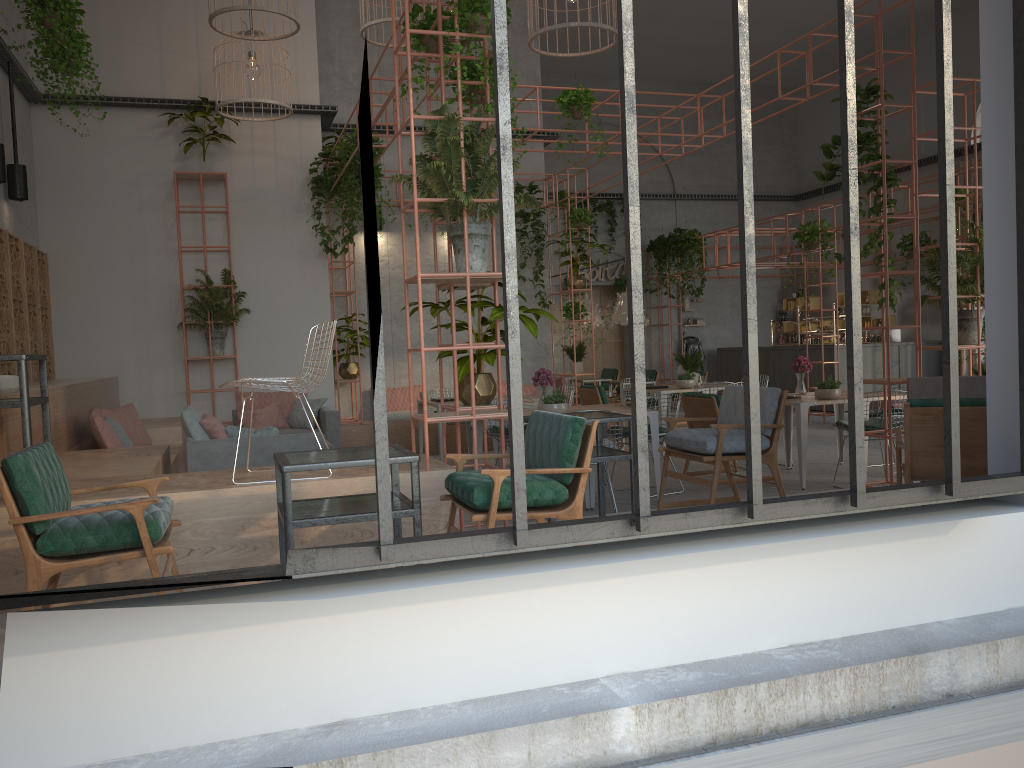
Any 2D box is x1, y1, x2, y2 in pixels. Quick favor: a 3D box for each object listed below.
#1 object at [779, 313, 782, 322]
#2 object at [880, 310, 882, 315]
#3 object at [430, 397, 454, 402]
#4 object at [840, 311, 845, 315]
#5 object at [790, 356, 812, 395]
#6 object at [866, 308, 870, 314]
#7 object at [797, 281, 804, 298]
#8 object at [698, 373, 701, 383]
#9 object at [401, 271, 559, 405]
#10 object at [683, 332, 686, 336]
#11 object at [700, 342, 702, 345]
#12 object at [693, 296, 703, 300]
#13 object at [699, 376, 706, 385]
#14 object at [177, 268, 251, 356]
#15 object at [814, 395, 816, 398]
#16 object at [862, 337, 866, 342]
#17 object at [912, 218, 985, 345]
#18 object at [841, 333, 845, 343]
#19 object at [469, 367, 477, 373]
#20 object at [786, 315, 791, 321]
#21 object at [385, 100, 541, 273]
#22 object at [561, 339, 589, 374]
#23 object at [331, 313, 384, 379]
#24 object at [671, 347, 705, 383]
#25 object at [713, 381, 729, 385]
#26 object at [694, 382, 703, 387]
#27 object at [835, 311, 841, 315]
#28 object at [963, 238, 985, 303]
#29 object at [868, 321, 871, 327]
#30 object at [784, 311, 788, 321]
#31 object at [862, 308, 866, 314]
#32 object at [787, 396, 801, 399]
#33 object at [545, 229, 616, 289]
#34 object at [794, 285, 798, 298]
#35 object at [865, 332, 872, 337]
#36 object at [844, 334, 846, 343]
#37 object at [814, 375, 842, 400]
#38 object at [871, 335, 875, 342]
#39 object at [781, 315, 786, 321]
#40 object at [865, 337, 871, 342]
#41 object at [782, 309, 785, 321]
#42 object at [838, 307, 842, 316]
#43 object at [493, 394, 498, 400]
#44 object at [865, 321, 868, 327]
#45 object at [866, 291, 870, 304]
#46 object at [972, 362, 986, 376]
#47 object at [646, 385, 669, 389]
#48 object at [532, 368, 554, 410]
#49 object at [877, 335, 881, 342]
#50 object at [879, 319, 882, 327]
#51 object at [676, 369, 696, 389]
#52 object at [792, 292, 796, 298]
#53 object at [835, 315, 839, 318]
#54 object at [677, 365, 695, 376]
[{"bbox_3d":[6.260,-1.596,20.704,0.066,0.291,0.066,0,3,42],"label":"object"},{"bbox_3d":[7.377,-1.505,17.685,0.075,0.273,0.075,-4,3,-29],"label":"object"},{"bbox_3d":[-0.826,0.190,10.886,0.268,0.031,0.427,-3,3,-18],"label":"object"},{"bbox_3d":[7.022,-1.476,18.823,0.115,0.147,0.115,-3,2,-9],"label":"object"},{"bbox_3d":[3.094,-0.093,9.468,0.213,0.414,0.225,-4,3,-25],"label":"object"},{"bbox_3d":[7.181,-1.449,17.900,0.083,0.159,0.083,-1,3,27],"label":"object"},{"bbox_3d":[6.551,-2.156,20.144,0.134,0.386,0.134,-2,3,16],"label":"object"},{"bbox_3d":[2.476,-0.066,12.180,0.165,0.154,0.210,-4,3,-28],"label":"object"},{"bbox_3d":[-0.196,-0.319,6.002,0.934,0.923,0.903,0,3,39],"label":"object"},{"bbox_3d":[3.946,-1.162,20.261,0.093,0.121,0.049,-3,3,-15],"label":"object"},{"bbox_3d":[4.351,-0.931,20.406,0.033,0.146,0.070,0,3,43],"label":"object"},{"bbox_3d":[4.258,-1.981,20.291,0.263,0.101,0.013,-3,3,-18],"label":"object"},{"bbox_3d":[2.575,-0.049,11.988,0.095,0.119,0.095,-2,2,6],"label":"object"},{"bbox_3d":[-3.756,-0.903,11.192,0.894,1.097,0.900,-2,3,11],"label":"object"},{"bbox_3d":[3.120,0.108,8.971,0.115,0.073,0.115,-3,3,-23],"label":"object"},{"bbox_3d":[7.154,-0.903,18.035,0.115,0.107,0.115,-3,3,-21],"label":"object"},{"bbox_3d":[4.039,-0.899,7.877,0.894,1.100,0.900,-2,3,11],"label":"object"},{"bbox_3d":[6.957,-0.975,18.613,0.073,0.219,0.105,-3,3,-12],"label":"object"},{"bbox_3d":[-0.534,-0.026,11.183,0.213,0.414,0.225,-4,3,-25],"label":"object"},{"bbox_3d":[6.434,-1.530,20.650,0.115,0.147,0.115,-1,3,27],"label":"object"},{"bbox_3d":[-0.276,-1.232,5.520,0.894,1.101,0.900,-1,3,36],"label":"object"},{"bbox_3d":[0.955,-0.415,13.347,0.438,0.527,0.368,-3,3,-18],"label":"object"},{"bbox_3d":[-2.261,-0.527,12.251,0.934,0.919,0.903,0,3,44],"label":"object"},{"bbox_3d":[2.356,-0.230,11.729,0.438,0.527,0.368,-3,3,-18],"label":"object"},{"bbox_3d":[2.815,-0.017,11.946,0.218,0.041,0.218,-3,2,-9],"label":"object"},{"bbox_3d":[2.425,0.005,11.551,0.115,0.078,0.115,-3,3,-12],"label":"object"},{"bbox_3d":[6.897,-1.469,18.783,0.115,0.147,0.115,-3,2,-9],"label":"object"},{"bbox_3d":[6.155,-1.508,11.249,0.923,0.946,0.924,0,3,38],"label":"object"},{"bbox_3d":[7.190,-1.179,17.814,0.069,0.191,0.069,-2,2,-1],"label":"object"},{"bbox_3d":[6.411,-1.605,20.750,0.066,0.291,0.066,-1,3,22],"label":"object"},{"bbox_3d":[7.153,-1.452,17.987,0.083,0.159,0.083,-1,3,27],"label":"object"},{"bbox_3d":[2.729,0.142,9.103,0.268,0.031,0.427,-3,3,-18],"label":"object"},{"bbox_3d":[1.017,-1.883,13.237,0.934,0.947,0.903,-1,3,34],"label":"object"},{"bbox_3d":[6.529,-2.121,20.339,0.134,0.301,0.134,-4,3,-29],"label":"object"},{"bbox_3d":[7.232,-1.009,17.987,0.115,0.107,0.115,0,3,39],"label":"object"},{"bbox_3d":[6.995,-0.987,18.512,0.072,0.248,0.094,-3,3,-18],"label":"object"},{"bbox_3d":[3.086,0.038,8.675,0.247,0.247,0.252,-3,3,-18],"label":"object"},{"bbox_3d":[7.273,-0.912,17.854,0.073,0.131,0.073,-4,3,-25],"label":"object"},{"bbox_3d":[6.309,-1.523,20.610,0.115,0.147,0.115,-1,3,27],"label":"object"},{"bbox_3d":[7.193,-0.899,17.912,0.115,0.107,0.115,0,3,39],"label":"object"},{"bbox_3d":[6.333,-1.601,20.728,0.066,0.291,0.066,-3,3,-11],"label":"object"},{"bbox_3d":[6.999,-1.551,18.923,0.066,0.291,0.066,-1,3,22],"label":"object"},{"bbox_3d":[-0.175,0.150,10.718,0.115,0.078,0.115,-3,3,-12],"label":"object"},{"bbox_3d":[7.162,-1.182,17.901,0.069,0.191,0.069,-2,3,18],"label":"object"},{"bbox_3d":[7.232,-1.746,17.953,0.137,0.261,0.137,-2,3,18],"label":"object"},{"bbox_3d":[6.122,-0.043,11.376,0.438,0.527,0.368,-3,3,-18],"label":"object"},{"bbox_3d":[1.859,0.040,11.746,0.268,0.031,0.427,-3,3,-18],"label":"object"},{"bbox_3d":[0.306,0.050,8.575,0.213,0.414,0.225,-4,3,-25],"label":"object"},{"bbox_3d":[7.408,-0.920,17.903,0.073,0.131,0.073,-4,3,-25],"label":"object"},{"bbox_3d":[7.325,-1.181,17.534,0.131,0.207,0.131,-1,3,27],"label":"object"},{"bbox_3d":[2.217,-0.064,11.317,0.248,0.247,0.254,-3,3,-18],"label":"object"},{"bbox_3d":[6.412,-2.018,20.136,0.088,0.123,0.088,0,3,38],"label":"object"},{"bbox_3d":[6.921,-1.547,18.901,0.066,0.291,0.066,-3,3,-11],"label":"object"},{"bbox_3d":[2.370,-0.127,12.061,0.241,0.313,0.241,-1,3,27],"label":"object"}]
